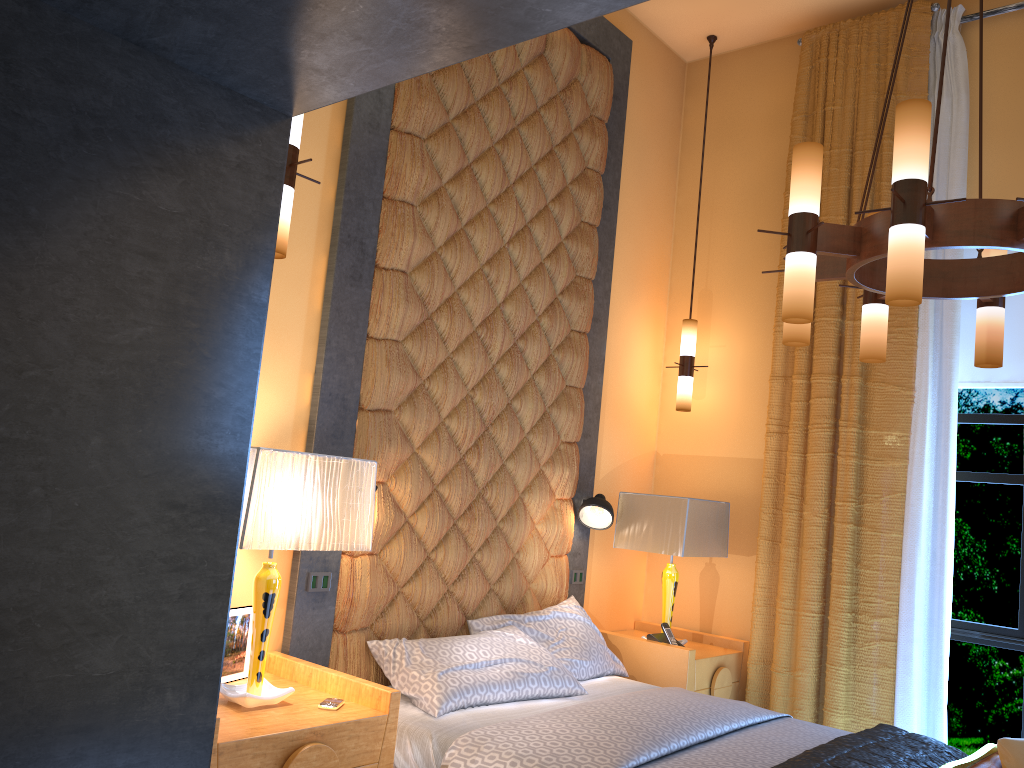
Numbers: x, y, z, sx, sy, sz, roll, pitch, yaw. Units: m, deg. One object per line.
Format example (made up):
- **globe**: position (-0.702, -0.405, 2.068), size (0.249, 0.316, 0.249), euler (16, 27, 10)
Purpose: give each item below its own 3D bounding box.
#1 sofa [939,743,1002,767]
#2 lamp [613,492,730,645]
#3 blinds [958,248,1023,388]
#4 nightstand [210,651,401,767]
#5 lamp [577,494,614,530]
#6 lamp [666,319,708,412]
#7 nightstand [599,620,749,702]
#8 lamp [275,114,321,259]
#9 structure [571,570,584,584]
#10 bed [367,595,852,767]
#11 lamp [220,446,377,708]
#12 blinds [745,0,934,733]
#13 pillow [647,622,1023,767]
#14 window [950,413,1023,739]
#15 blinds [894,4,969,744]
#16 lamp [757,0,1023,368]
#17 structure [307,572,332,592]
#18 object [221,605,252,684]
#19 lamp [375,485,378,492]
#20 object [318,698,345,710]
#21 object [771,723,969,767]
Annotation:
- **sofa**: position (1.576, 1.526, 2.568), size (0.650, 0.639, 1.619), euler (0, -9, 40)
- **lamp**: position (0.843, 1.005, 4.739), size (0.424, 0.801, 0.506), euler (0, -8, 40)
- **blinds**: position (2.638, -0.411, 4.382), size (1.200, 0.871, 0.013), euler (0, -8, 40)
- **nightstand**: position (-0.869, 1.288, 2.784), size (0.720, 0.698, 0.710), euler (0, -8, 40)
- **lamp**: position (0.624, 0.702, 4.668), size (0.568, 0.217, 0.232), euler (6, -6, -2)
- **lamp**: position (1.012, -0.107, 5.135), size (0.199, 0.531, 0.199), euler (6, -6, -5)
- **nightstand**: position (0.798, 1.698, 4.771), size (0.720, 0.689, 0.682), euler (0, -8, 40)
- **lamp**: position (-0.661, -0.630, 2.547), size (0.199, 0.531, 0.199), euler (6, -6, -5)
- **structure**: position (0.346, 1.025, 4.706), size (0.016, 0.071, 0.103), euler (1, -8, 40)
- **bed**: position (0.509, 1.383, 3.393), size (2.106, 0.823, 1.893), euler (0, -9, 40)
- **lamp**: position (-0.790, 0.617, 2.861), size (0.424, 0.801, 0.506), euler (0, -8, 40)
- **blinds**: position (2.328, 0.019, 4.045), size (2.450, 4.137, 0.134), euler (0, -8, 40)
- **pillow**: position (1.428, 1.358, 3.429), size (1.147, 0.406, 2.633), euler (7, -7, -8)
- **window**: position (2.543, 0.641, 4.284), size (1.200, 2.994, 0.130), euler (1, -8, 40)
- **blinds**: position (2.349, 0.055, 4.130), size (2.050, 4.067, 0.237), euler (1, -7, 38)
- **lamp**: position (1.417, -1.205, 2.756), size (1.142, 2.164, 1.142), euler (9, -7, -27)
- **structure**: position (-0.742, 0.760, 3.409), size (0.016, 0.071, 0.103), euler (1, -8, 40)
- **object**: position (-0.959, 0.887, 2.961), size (0.077, 0.254, 0.386), euler (5, -7, 1)
- **lamp**: position (-0.623, 0.412, 3.382), size (0.214, 0.189, 0.186), euler (8, -7, -22)
- **object**: position (-0.583, 1.035, 2.862), size (0.064, 0.018, 0.111), euler (5, -7, 5)
- **object**: position (1.135, 1.275, 2.879), size (0.405, 0.104, 1.464), euler (0, -9, 40)
